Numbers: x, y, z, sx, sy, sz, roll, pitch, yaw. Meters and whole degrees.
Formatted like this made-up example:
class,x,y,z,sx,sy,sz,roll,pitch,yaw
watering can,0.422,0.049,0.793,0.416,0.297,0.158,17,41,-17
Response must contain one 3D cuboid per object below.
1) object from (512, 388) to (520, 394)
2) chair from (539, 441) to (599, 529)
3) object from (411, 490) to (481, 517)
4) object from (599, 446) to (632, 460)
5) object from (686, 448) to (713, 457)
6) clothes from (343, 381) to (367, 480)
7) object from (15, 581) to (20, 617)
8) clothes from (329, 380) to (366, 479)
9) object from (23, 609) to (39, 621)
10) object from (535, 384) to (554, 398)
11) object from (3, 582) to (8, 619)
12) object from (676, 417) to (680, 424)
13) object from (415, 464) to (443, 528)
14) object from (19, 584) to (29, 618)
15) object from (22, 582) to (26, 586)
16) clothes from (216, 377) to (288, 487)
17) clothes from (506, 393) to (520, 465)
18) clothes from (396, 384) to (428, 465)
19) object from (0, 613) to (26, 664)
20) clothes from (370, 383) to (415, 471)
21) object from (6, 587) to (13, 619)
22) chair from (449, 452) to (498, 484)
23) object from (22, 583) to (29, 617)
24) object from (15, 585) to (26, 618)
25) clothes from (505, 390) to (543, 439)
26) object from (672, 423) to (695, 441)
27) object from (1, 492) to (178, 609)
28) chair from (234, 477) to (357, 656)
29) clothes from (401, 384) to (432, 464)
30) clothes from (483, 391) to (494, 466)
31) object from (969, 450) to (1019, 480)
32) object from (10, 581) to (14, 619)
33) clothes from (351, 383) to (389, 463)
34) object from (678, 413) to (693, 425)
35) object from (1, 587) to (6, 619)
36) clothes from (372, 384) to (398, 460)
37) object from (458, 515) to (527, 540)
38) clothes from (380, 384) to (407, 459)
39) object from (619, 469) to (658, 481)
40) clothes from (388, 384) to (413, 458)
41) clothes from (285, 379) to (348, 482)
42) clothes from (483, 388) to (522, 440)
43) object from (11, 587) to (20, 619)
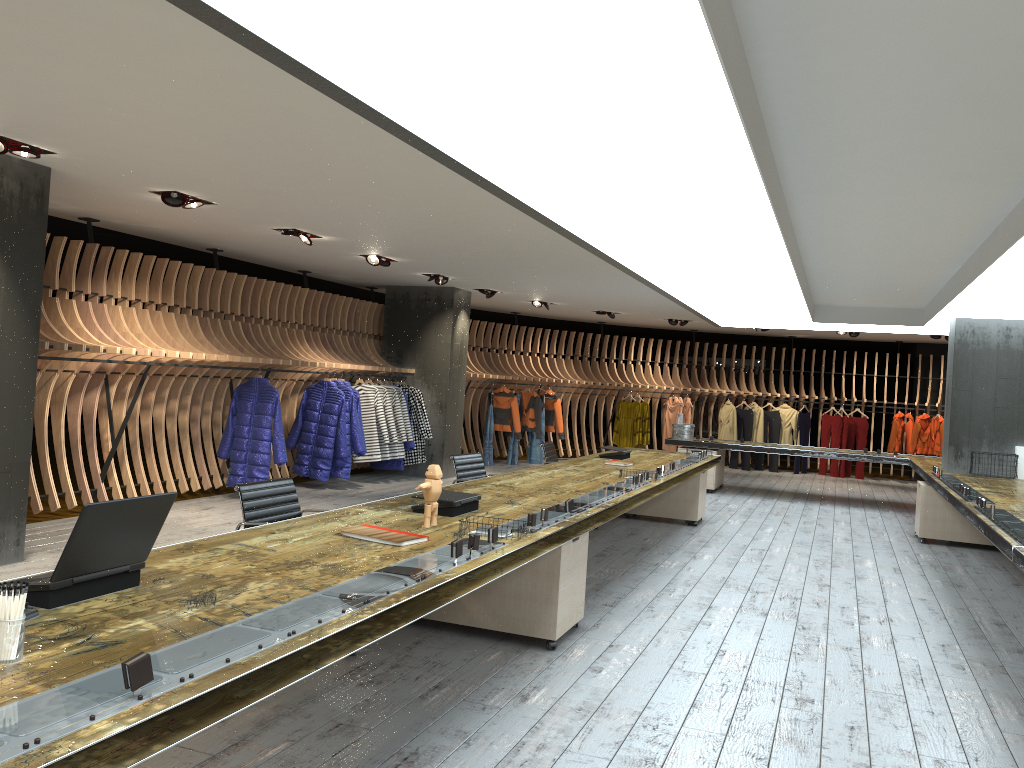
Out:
class,x,y,z,sx,sy,sz,roll,pitch,yaw
object,0.071,0.099,15.727,0.023,0.243,0.549,3,0,17
chair,0.595,1.057,9.243,0.667,0.860,0.693,4,0,6
object,-0.356,0.651,4.847,0.262,0.088,0.372,4,0,20
object,1.073,0.712,9.186,0.261,0.111,0.372,4,0,20
object,2.198,0.805,10.391,0.302,0.074,0.216,4,0,15
clothes,-2.249,0.573,11.258,0.885,1.239,0.245,4,-1,17
object,-1.187,0.559,2.122,0.007,0.170,0.030,4,-1,-30
clothes,-2.237,0.573,11.063,0.884,1.246,0.249,4,-1,17
object,-1.429,0.629,2.373,0.213,0.019,0.219,4,0,5
object,0.501,0.125,16.135,0.549,0.243,0.023,4,-1,-3
object,-1.205,0.558,2.116,0.030,0.170,0.007,4,-1,7
object,2.538,0.558,13.549,0.062,0.109,0.062,4,-1,-14
object,-0.399,0.545,4.293,0.097,0.301,0.320,4,0,4
object,-1.168,0.561,2.102,0.030,0.170,0.007,4,-1,-40
object,-1.177,0.560,2.118,0.007,0.170,0.030,4,-1,-3
clothes,-2.843,0.542,9.654,0.885,1.239,0.245,4,-1,17
clothes,0.019,0.866,15.710,0.200,1.422,0.308,3,-1,12
clothes,-1.550,0.597,12.642,0.807,1.187,0.191,3,-1,21
object,-1.191,0.604,2.100,0.061,0.111,0.061,4,-1,-36
clothes,-1.742,0.600,12.544,0.885,1.239,0.245,4,-1,17
object,-1.185,0.560,2.080,0.030,0.170,0.007,3,-1,41
chair,-0.163,1.018,7.168,0.668,0.860,0.693,4,0,16
object,-1.171,0.561,2.111,0.007,0.170,0.030,3,-1,24
object,-1.170,0.561,2.092,0.030,0.170,0.007,4,-1,-13
clothes,0.258,0.530,15.902,0.840,0.881,0.200,3,-1,40
object,2.637,0.737,13.656,0.303,0.239,0.497,4,0,21
object,-1.307,0.486,2.715,0.365,0.316,0.372,4,0,20
chair,-1.112,0.968,4.700,0.668,0.860,0.693,4,0,11
clothes,-1.494,0.600,12.821,0.799,1.186,0.191,3,-1,21
clothes,-0.380,0.843,15.272,0.200,1.422,0.309,4,-1,-3
object,5.346,0.904,9.839,0.459,0.290,0.329,4,0,23
object,-1.196,0.559,2.121,0.030,0.170,0.007,3,-1,33
clothes,-1.923,0.522,11.673,0.752,1.062,0.128,4,-1,19
object,2.665,0.560,13.594,0.262,0.204,0.088,4,-1,19
object,-1.195,0.559,2.080,0.007,0.170,0.030,4,-1,-23
clothes,-1.842,0.527,11.894,0.752,1.062,0.128,4,-1,19
object,-0.089,0.686,4.206,0.302,0.074,0.216,4,0,15
clothes,-1.751,0.531,12.140,0.752,1.062,0.128,4,-1,19
object,1.031,0.743,7.222,0.302,0.071,0.209,4,0,15
clothes,-1.688,0.535,12.307,0.752,1.062,0.128,4,-1,19
clothes,-2.434,0.569,10.986,0.880,1.261,0.242,4,-1,17
clothes,-0.174,0.501,15.539,0.840,0.881,0.200,3,-1,35
object,-1.176,0.560,2.084,0.030,0.170,0.007,3,-1,14
